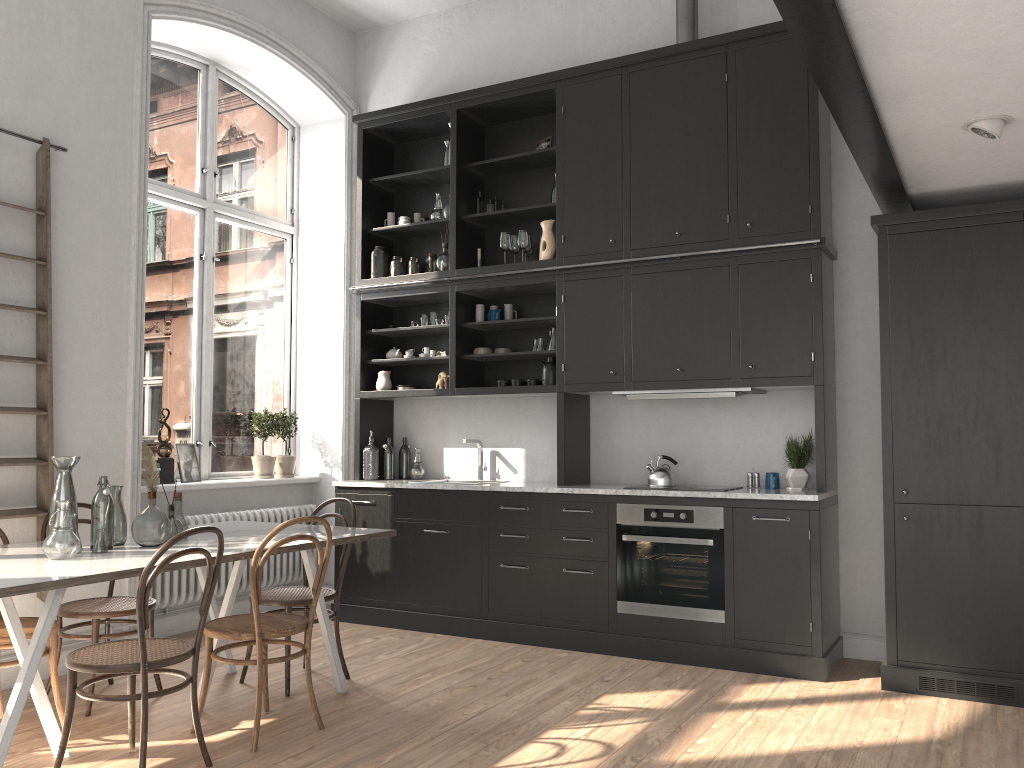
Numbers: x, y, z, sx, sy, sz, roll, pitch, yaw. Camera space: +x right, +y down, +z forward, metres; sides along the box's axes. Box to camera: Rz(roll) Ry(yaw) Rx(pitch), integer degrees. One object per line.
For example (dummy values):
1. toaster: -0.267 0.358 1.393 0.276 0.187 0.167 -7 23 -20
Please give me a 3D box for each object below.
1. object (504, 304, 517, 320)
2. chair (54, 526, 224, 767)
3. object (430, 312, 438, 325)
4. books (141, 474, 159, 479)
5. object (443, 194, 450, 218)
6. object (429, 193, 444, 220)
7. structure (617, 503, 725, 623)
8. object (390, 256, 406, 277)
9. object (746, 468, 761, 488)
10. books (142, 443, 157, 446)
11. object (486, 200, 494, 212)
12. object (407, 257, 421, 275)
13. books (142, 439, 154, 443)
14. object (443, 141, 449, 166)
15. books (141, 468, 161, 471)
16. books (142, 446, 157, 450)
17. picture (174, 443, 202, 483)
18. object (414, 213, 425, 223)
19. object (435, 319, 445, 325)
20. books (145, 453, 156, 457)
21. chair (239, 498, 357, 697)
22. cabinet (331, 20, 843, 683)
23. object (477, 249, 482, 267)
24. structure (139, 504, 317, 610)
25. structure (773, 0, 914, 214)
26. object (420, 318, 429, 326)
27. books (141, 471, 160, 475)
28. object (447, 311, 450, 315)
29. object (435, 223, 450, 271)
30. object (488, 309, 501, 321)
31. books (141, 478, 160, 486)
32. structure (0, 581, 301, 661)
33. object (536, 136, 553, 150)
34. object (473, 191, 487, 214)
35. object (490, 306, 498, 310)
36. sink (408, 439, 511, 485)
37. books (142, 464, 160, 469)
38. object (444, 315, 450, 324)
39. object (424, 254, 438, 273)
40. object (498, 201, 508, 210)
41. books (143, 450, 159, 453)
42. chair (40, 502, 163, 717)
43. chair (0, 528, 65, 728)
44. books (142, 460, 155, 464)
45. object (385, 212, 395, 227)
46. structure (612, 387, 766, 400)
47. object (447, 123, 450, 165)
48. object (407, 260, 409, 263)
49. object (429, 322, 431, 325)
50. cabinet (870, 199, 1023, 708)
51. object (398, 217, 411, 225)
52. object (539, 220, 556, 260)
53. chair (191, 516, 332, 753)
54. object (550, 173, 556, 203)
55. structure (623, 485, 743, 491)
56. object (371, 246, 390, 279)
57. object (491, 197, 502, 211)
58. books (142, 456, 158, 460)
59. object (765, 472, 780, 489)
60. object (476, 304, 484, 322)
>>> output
1. object: -0.013 -0.476 6.064 0.082 0.135 0.059 -1 -3 12
2. chair: -1.363 0.980 3.273 0.549 0.920 0.438 -1 -4 24
3. object: -0.548 -0.450 6.235 0.060 0.107 0.060 2 -4 -34
4. books: -2.335 0.570 5.465 0.175 0.023 0.250 -2 -4 24
5. object: -0.422 -1.304 6.199 0.123 0.340 0.118 3 -4 -42
6. object: -0.519 -1.238 6.286 0.132 0.219 0.132 0 -3 3
7. structure: 1.007 1.005 5.190 0.622 0.623 0.618 -2 -4 29
8. object: -0.812 -0.826 6.323 0.114 0.155 0.114 -2 -4 32
9. object: 1.425 0.556 5.231 0.080 0.116 0.040 -2 -4 34
10. books: -2.339 0.375 5.494 0.155 0.020 0.205 -2 -4 29
11. object: -0.149 -1.202 6.078 0.053 0.125 0.041 0 -3 -4
12. object: -0.697 -0.823 6.322 0.096 0.150 0.096 -1 -3 17
13. books: -2.350 0.354 5.495 0.159 0.024 0.201 -1 -4 19
14. object: -0.456 -1.609 6.320 0.070 0.231 0.067 -2 -4 25
15. books: -2.343 0.529 5.483 0.192 0.014 0.255 -2 -4 32
16. books: -2.346 0.396 5.481 0.162 0.023 0.231 -4 -5 44
17. picture: -2.180 0.526 5.874 0.149 0.264 0.222 -1 -3 12
18. object: -0.685 -1.182 6.497 0.059 0.135 0.082 3 -4 -38
19. object: -0.504 -0.424 6.178 0.071 0.047 0.072 2 -4 -23
20. books: -2.339 0.439 5.490 0.155 0.022 0.205 -2 -4 24
21. chair: -1.086 1.063 4.584 0.438 0.920 0.549 -3 -4 41
22. cabinet: 0.320 -0.202 5.644 3.251 3.581 0.635 -2 -4 29
23. object: -0.222 -0.847 6.038 0.123 0.161 0.123 -3 -4 37
24. structure: -1.887 1.129 5.952 0.194 0.552 1.578 -2 -4 29
25. structure: 2.542 -1.732 1.487 4.158 1.212 5.929 -2 -4 29
26. object: -0.618 -0.430 6.258 0.064 0.069 0.064 1 -3 -14
27. books: -2.335 0.547 5.466 0.175 0.023 0.249 -2 -4 29
28. object: -0.422 -0.452 6.214 0.060 0.107 0.060 0 -3 1
29. object: -0.460 -0.941 6.104 0.134 0.357 0.134 1 -3 -16
30. object: -0.120 -0.456 6.027 0.082 0.093 0.140 0 -4 -6
31. books: -2.337 0.603 5.462 0.192 0.043 0.248 -2 -4 29
32. structure: -2.707 -0.728 4.399 0.340 4.472 5.184 -2 -4 29
33. object: 0.226 -1.578 5.946 0.056 0.121 0.167 2 -4 -36
34. object: -0.221 -1.237 6.132 0.084 0.199 0.065 3 -4 -39
35. object: -0.132 -0.471 6.136 0.082 0.135 0.059 2 -4 -33
36. sink: -0.336 0.627 5.991 0.526 0.504 0.514 -2 -4 29
37. books: -2.345 0.508 5.484 0.193 0.028 0.245 -2 -4 24
38. object: -0.438 -0.437 6.139 0.064 0.069 0.064 -1 -4 21
39. object: -0.574 -0.838 6.364 0.092 0.184 0.092 -3 -4 43
40. object: -0.061 -1.199 6.104 0.044 0.121 0.058 2 -4 -34
41. books: -2.342 0.418 5.487 0.174 0.019 0.244 -2 -4 29
42. chair: -1.978 1.043 4.270 0.549 0.920 0.438 -2 -4 36
43. chair: -2.184 1.009 3.730 0.549 0.920 0.438 -2 -4 27
44. books: -2.339 0.484 5.488 0.155 0.022 0.205 -3 -5 43
45. object: -0.891 -1.182 6.501 0.059 0.135 0.082 2 -4 -33
46. structure: 1.068 0.037 5.367 0.844 0.123 0.379 -2 -4 29
47. object: -0.408 -1.664 6.239 0.100 0.330 0.097 -1 -4 25
48. object: -0.719 -0.826 6.468 0.092 0.184 0.092 0 -3 -6
49. object: -0.554 -0.415 6.322 0.071 0.047 0.072 -1 -4 17
50. cabinet: 2.583 0.324 4.373 1.401 2.370 0.634 -2 -4 29
51. object: -0.785 -1.164 6.469 0.096 0.095 0.096 2 -4 -27
52. object: 0.232 -0.919 5.729 0.094 0.267 0.116 1 -3 -19
53. chair: -1.050 1.011 3.768 0.549 0.920 0.438 -3 -4 40
54. object: 0.311 -1.278 5.919 0.110 0.255 0.100 0 -3 -6
55. structure: 1.010 0.611 5.218 0.592 0.011 0.428 -2 -4 29
56. object: -0.947 -0.864 6.376 0.118 0.238 0.118 -1 -3 14
57. object: -0.114 -1.221 6.199 0.065 0.177 0.084 3 -4 -39
58. books: -2.342 0.461 5.495 0.158 0.024 0.222 -2 -4 29
59. object: 1.514 0.562 5.156 0.082 0.093 0.140 -1 -4 19
60. object: -0.219 -0.473 6.088 0.059 0.135 0.082 0 -3 -3
